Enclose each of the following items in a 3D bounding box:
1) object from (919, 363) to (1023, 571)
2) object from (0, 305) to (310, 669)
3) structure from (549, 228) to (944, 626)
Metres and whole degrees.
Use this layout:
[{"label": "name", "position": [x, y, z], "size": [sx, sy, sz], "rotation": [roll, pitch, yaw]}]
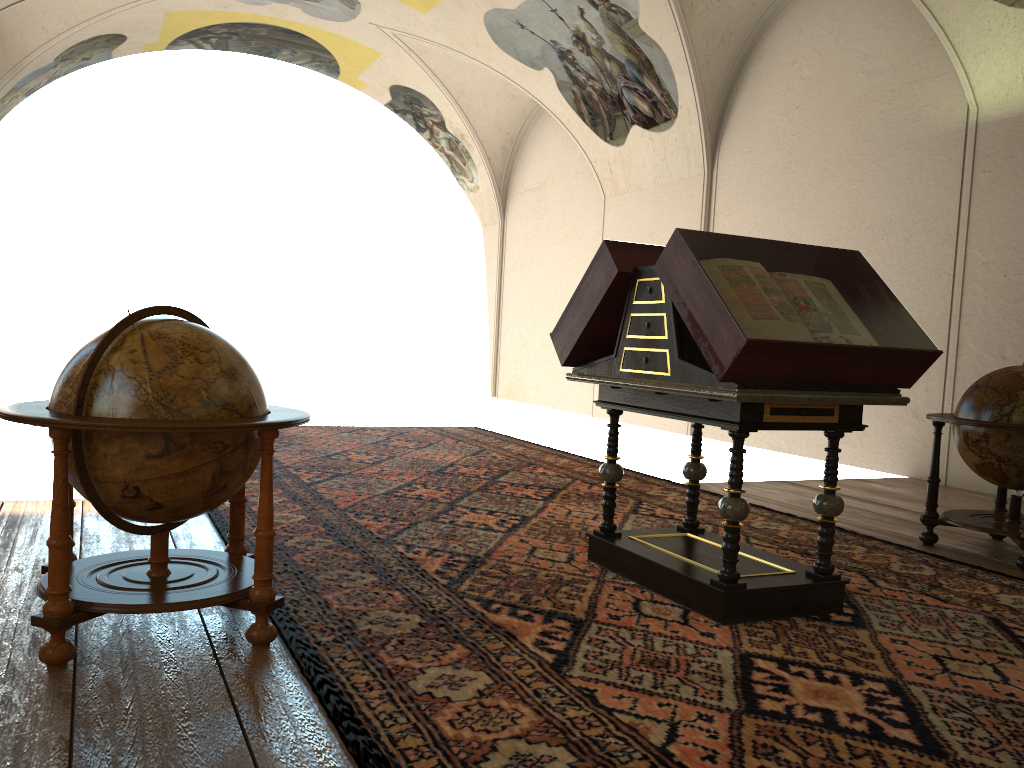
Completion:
[{"label": "object", "position": [3.707, 0.534, 6.474], "size": [1.278, 1.450, 1.278], "rotation": [5, 4, 27]}, {"label": "object", "position": [-1.567, 0.376, 3.965], "size": [1.278, 1.450, 1.278], "rotation": [4, 3, 12]}, {"label": "structure", "position": [1.179, 0.203, 5.064], "size": [1.245, 1.984, 1.889], "rotation": [1, 4, -25]}]
